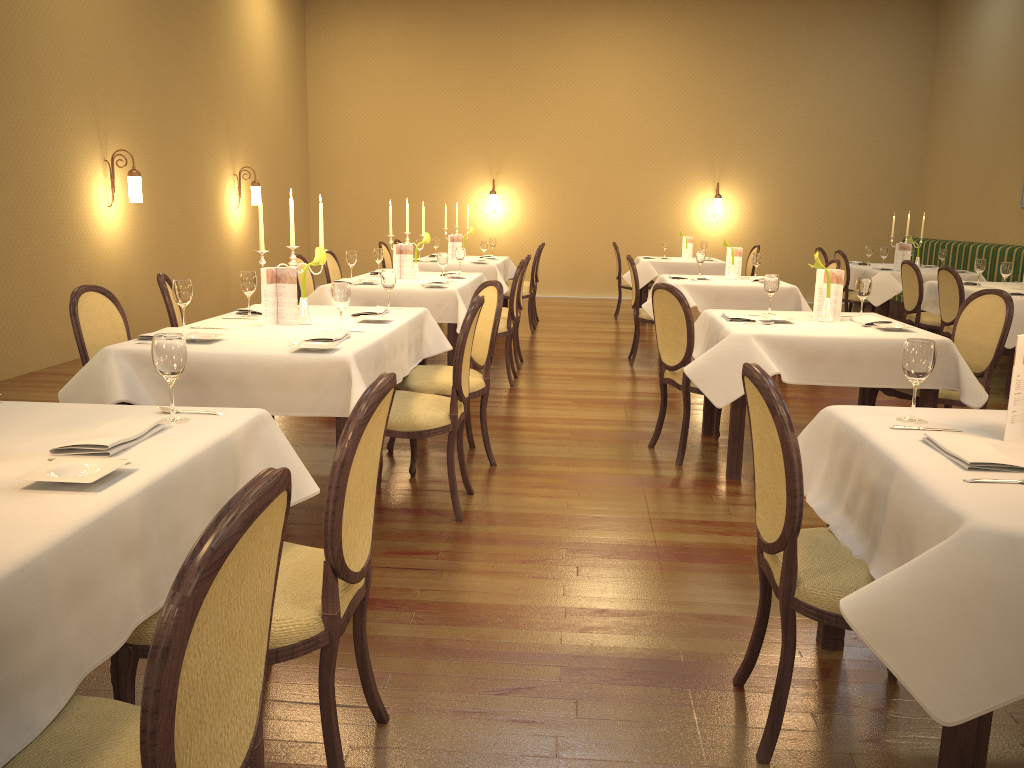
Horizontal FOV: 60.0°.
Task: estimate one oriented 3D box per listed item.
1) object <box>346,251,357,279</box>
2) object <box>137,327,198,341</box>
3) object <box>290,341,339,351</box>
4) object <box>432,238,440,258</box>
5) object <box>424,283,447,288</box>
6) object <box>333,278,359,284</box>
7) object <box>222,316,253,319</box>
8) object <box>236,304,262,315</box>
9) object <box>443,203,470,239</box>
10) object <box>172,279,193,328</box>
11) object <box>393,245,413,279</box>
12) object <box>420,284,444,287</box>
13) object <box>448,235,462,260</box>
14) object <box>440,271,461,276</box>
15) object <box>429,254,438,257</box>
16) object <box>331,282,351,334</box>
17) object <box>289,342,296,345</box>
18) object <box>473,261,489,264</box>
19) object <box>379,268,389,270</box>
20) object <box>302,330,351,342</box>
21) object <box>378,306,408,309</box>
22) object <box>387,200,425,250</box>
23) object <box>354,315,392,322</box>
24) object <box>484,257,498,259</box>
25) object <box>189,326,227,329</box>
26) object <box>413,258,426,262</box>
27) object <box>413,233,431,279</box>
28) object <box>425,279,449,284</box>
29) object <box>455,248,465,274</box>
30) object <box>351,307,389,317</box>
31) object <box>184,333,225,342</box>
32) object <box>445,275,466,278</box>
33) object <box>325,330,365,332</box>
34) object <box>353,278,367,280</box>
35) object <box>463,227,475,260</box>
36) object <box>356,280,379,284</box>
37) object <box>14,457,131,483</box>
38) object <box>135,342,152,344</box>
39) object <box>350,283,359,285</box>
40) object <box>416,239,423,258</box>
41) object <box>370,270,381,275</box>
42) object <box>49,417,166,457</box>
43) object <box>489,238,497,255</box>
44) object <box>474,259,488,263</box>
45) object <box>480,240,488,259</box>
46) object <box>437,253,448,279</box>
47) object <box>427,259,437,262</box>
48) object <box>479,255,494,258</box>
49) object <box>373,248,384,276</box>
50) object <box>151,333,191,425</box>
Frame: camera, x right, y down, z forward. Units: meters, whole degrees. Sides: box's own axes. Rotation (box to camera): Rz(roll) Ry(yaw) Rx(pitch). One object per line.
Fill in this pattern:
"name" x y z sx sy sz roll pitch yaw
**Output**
"object" -1.252 -0.921 6.914 0.088 0.229 0.088 -7 14 -37
"object" -1.480 -0.215 3.819 0.142 0.024 0.273 2 11 4
"object" -0.783 -0.144 3.517 0.160 0.024 0.160 2 11 4
"object" -0.895 -1.600 10.421 0.088 0.229 0.088 -7 14 -37
"object" -0.558 -0.712 6.445 0.160 0.024 0.160 2 11 4
"object" -1.255 -0.782 6.747 0.142 0.024 0.273 2 11 4
"object" -1.365 -0.332 4.458 0.185 0.010 0.017 2 11 4
"object" -1.357 -0.397 4.744 0.142 0.033 0.273 2 11 4
"object" -0.639 -1.784 10.299 0.131 0.655 0.390 10 14 37
"object" -1.477 -0.354 3.986 0.088 0.229 0.088 -7 14 -37
"object" -0.889 -0.983 7.149 0.166 0.277 0.081 -4 12 -24
"object" -0.595 -0.729 6.549 0.181 0.015 0.038 2 11 5
"object" -0.662 -1.556 10.105 0.166 0.277 0.081 -4 12 -24
"object" -0.531 -0.952 7.662 0.142 0.033 0.273 2 11 4
"object" -0.905 -1.538 10.627 0.142 0.033 0.273 2 11 4
"object" -0.764 -0.336 3.963 0.088 0.229 0.088 -7 14 -37
"object" -0.820 -0.161 3.622 0.181 0.015 0.038 2 11 5
"object" -0.330 -1.285 9.401 0.160 0.024 0.160 2 11 4
"object" -1.103 -1.023 7.985 0.160 0.024 0.160 2 11 4
"object" -0.792 -0.199 3.783 0.142 0.033 0.273 2 11 4
"object" -0.675 -0.434 5.030 0.181 0.015 0.038 2 11 5
"object" -0.866 -1.211 7.343 0.131 0.655 0.390 10 14 37
"object" -0.694 -0.322 4.434 0.160 0.024 0.160 2 11 4
"object" -0.241 -1.462 10.317 0.160 0.024 0.160 2 11 4
"object" -1.393 -0.260 4.083 0.185 0.010 0.017 2 11 4
"object" -1.028 -1.355 9.703 0.142 0.024 0.273 2 11 4
"object" -0.741 -1.038 7.177 0.163 0.375 0.076 6 12 25
"object" -0.567 -0.767 6.710 0.142 0.033 0.273 2 11 4
"object" -0.460 -1.090 7.851 0.088 0.229 0.088 -7 14 -37
"object" -0.756 -0.384 4.735 0.142 0.033 0.273 2 11 4
"object" -1.300 -0.190 3.703 0.160 0.024 0.160 2 11 4
"object" -0.469 -0.889 7.361 0.160 0.024 0.160 2 11 4
"object" -0.768 -0.245 4.067 0.185 0.010 0.017 2 11 5
"object" -1.168 -0.827 7.010 0.185 0.010 0.017 2 11 4
"object" -0.514 -1.611 10.132 0.163 0.375 0.076 6 12 25
"object" -1.075 -0.757 6.630 0.160 0.024 0.160 2 11 4
"object" -0.895 0.186 1.816 0.160 0.024 0.160 2 11 4
"object" -1.443 -0.169 3.603 0.181 0.015 0.038 2 11 5
"object" -1.218 -0.736 6.530 0.181 0.015 0.038 2 11 5
"object" -1.025 -1.494 9.869 0.088 0.229 0.088 -7 14 -37
"object" -1.132 -0.965 7.672 0.142 0.033 0.273 2 11 4
"object" -0.958 0.123 2.117 0.142 0.033 0.273 2 11 4
"object" -0.233 -1.663 10.807 0.088 0.229 0.088 -7 14 -37
"object" -0.340 -1.339 9.666 0.142 0.033 0.273 2 11 4
"object" -0.312 -1.477 9.847 0.088 0.229 0.088 -7 14 -37
"object" -0.539 -0.904 6.891 0.088 0.229 0.088 -7 14 -37
"object" -0.848 -1.330 9.586 0.160 0.024 0.160 2 11 4
"object" -0.304 -1.525 10.618 0.142 0.033 0.273 2 11 4
"object" -1.122 -1.027 7.465 0.088 0.229 0.088 -9 15 -43
"object" -0.887 -0.015 2.305 0.088 0.229 0.088 -7 14 -37
